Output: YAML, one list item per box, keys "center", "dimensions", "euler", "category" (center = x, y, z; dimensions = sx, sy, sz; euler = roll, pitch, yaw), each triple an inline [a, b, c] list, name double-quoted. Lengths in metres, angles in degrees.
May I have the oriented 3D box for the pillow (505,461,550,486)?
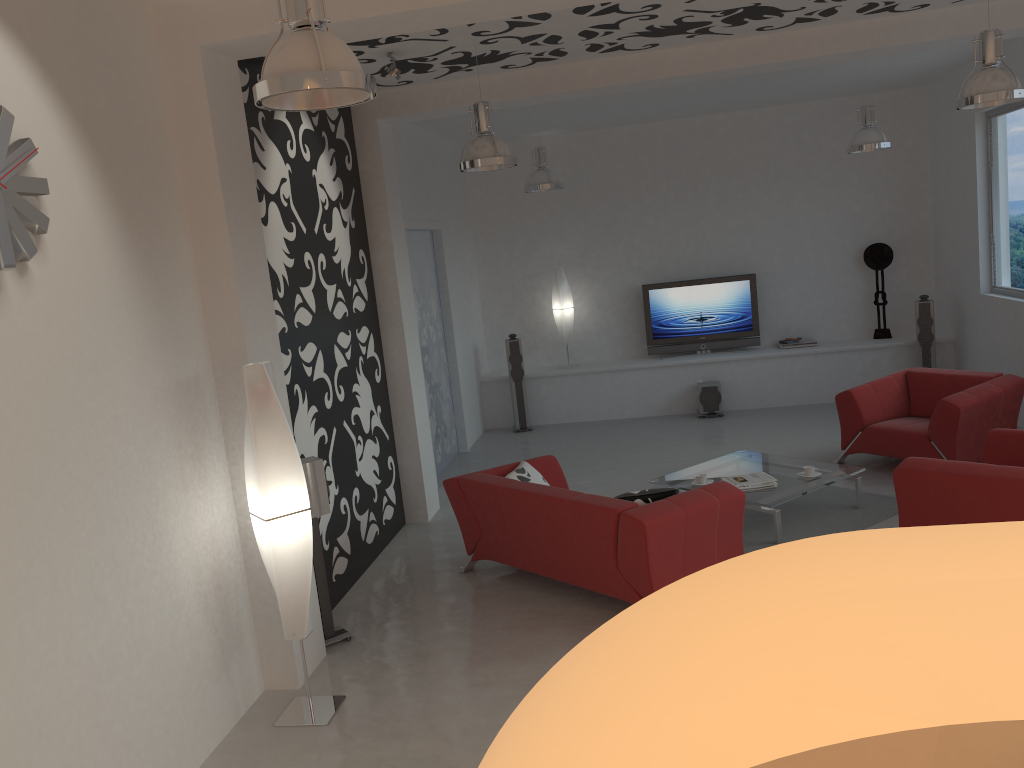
- center: [0.140, 0.730, 6.018]
  dimensions: [0.288, 0.343, 0.402]
  euler: [-4, 9, 17]
  category: "pillow"

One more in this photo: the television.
- center: [2.309, -0.820, 10.835]
  dimensions: [1.356, 0.919, 0.343]
  euler: [-5, 9, 10]
  category: "television"

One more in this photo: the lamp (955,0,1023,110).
- center: [2.762, -2.032, 5.132]
  dimensions: [0.379, 0.800, 0.379]
  euler: [0, 11, 38]
  category: "lamp"

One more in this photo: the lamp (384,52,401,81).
- center: [-0.770, -2.037, 5.701]
  dimensions: [0.118, 0.176, 0.112]
  euler: [-13, 11, -37]
  category: "lamp"

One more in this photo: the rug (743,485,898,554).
- center: [1.862, 0.973, 6.774]
  dimensions: [1.700, 0.025, 1.700]
  euler: [-12, 10, -35]
  category: "rug"

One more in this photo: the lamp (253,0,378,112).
- center: [-0.655, -1.283, 2.720]
  dimensions: [0.379, 0.800, 0.379]
  euler: [-9, 9, -19]
  category: "lamp"

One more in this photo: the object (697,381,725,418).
- center: [2.321, 0.182, 10.411]
  dimensions: [0.336, 0.374, 0.337]
  euler: [-5, 9, 10]
  category: "object"

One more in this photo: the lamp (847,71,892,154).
- center: [3.224, -2.529, 8.054]
  dimensions: [0.379, 0.800, 0.379]
  euler: [-14, 11, -40]
  category: "lamp"

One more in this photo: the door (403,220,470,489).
- center: [-0.856, -0.365, 9.061]
  dimensions: [0.240, 2.550, 1.600]
  euler: [-5, 9, 10]
  category: "door"

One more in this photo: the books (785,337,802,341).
- center: [3.389, -0.540, 10.681]
  dimensions: [0.190, 0.015, 0.135]
  euler: [-3, 9, 20]
  category: "books"

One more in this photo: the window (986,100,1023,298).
- center: [4.669, -1.624, 7.768]
  dimensions: [0.100, 1.800, 2.400]
  euler: [-5, 9, 10]
  category: "window"

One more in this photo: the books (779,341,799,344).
- center: [3.343, -0.506, 10.696]
  dimensions: [0.190, 0.015, 0.135]
  euler: [-10, 9, -25]
  category: "books"

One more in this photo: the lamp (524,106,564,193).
- center: [0.269, -2.277, 8.564]
  dimensions: [0.379, 0.800, 0.379]
  euler: [-5, 9, 6]
  category: "lamp"

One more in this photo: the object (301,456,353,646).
- center: [-1.146, 0.990, 5.184]
  dimensions: [0.229, 1.112, 0.214]
  euler: [-12, 10, -35]
  category: "object"

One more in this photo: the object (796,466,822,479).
- center: [2.187, 0.646, 6.532]
  dimensions: [0.153, 0.069, 0.153]
  euler: [-10, 9, -23]
  category: "object"

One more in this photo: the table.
- center: [1.856, 0.828, 6.758]
  dimensions: [1.097, 0.286, 1.162]
  euler: [-12, 10, -35]
  category: "table"

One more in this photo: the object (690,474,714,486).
- center: [1.420, 0.717, 6.628]
  dimensions: [0.153, 0.069, 0.153]
  euler: [0, 11, 36]
  category: "object"

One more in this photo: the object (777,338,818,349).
- center: [3.443, -0.490, 10.711]
  dimensions: [0.430, 0.045, 0.352]
  euler: [-5, 9, 10]
  category: "object"

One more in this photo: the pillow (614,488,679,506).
- center: [0.788, 0.773, 5.261]
  dimensions: [0.402, 0.343, 0.288]
  euler: [-6, 9, 2]
  category: "pillow"

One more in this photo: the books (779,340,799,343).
- center: [3.341, -0.522, 10.697]
  dimensions: [0.190, 0.015, 0.135]
  euler: [-8, 9, -10]
  category: "books"

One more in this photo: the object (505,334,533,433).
- center: [0.065, -0.023, 10.705]
  dimensions: [0.255, 1.184, 0.273]
  euler: [-7, 9, -5]
  category: "object"

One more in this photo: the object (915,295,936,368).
- center: [4.628, -0.411, 9.912]
  dimensions: [0.255, 1.184, 0.273]
  euler: [-2, 9, 25]
  category: "object"

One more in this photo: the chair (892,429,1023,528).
- center: [3.020, 0.702, 5.273]
  dimensions: [1.288, 0.738, 0.951]
  euler: [-11, 10, -30]
  category: "chair"

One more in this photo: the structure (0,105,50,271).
- center: [-1.780, -0.684, 3.010]
  dimensions: [0.090, 0.596, 0.596]
  euler: [-5, 9, 10]
  category: "structure"

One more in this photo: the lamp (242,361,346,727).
- center: [-1.111, 0.776, 4.338]
  dimensions: [0.313, 1.779, 0.313]
  euler: [-4, 9, 18]
  category: "lamp"

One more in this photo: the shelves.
- center: [2.349, -0.325, 10.794]
  dimensions: [5.500, 0.050, 0.650]
  euler: [-5, 9, 10]
  category: "shelves"

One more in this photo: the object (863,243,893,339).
- center: [4.347, -1.098, 10.466]
  dimensions: [0.331, 1.130, 0.108]
  euler: [0, 10, 34]
  category: "object"

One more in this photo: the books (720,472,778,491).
- center: [1.740, 0.717, 6.508]
  dimensions: [0.367, 0.035, 0.345]
  euler: [-6, 9, 0]
  category: "books"

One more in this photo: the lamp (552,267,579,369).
- center: [0.647, -0.825, 11.012]
  dimensions: [0.263, 1.239, 0.263]
  euler: [-6, 9, 2]
  category: "lamp"

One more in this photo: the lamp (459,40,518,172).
- center: [-0.193, -1.780, 5.642]
  dimensions: [0.379, 0.800, 0.379]
  euler: [-6, 9, 3]
  category: "lamp"

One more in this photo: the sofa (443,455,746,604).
- center: [0.497, 0.925, 5.656]
  dimensions: [0.951, 0.738, 1.929]
  euler: [-14, 11, -40]
  category: "sofa"

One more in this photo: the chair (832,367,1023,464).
- center: [3.491, 0.317, 7.452]
  dimensions: [0.951, 0.738, 1.288]
  euler: [-11, 10, -30]
  category: "chair"
